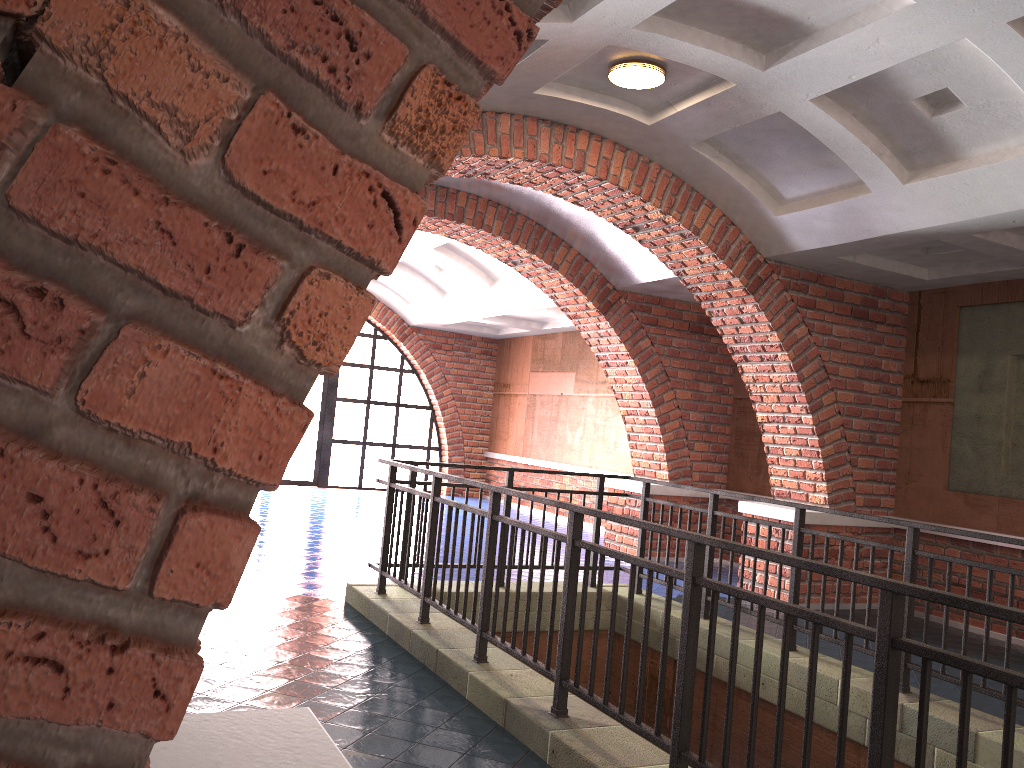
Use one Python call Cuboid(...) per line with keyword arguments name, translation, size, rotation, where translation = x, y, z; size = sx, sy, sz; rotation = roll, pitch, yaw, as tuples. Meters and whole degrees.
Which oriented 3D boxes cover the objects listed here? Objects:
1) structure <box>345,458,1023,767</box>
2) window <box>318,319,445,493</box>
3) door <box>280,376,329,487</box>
Cuboid(name="structure", translation=(2.080, 3.465, 2.097), size=(2.464, 5.665, 11.176), rotation=(7, -3, -26))
Cuboid(name="window", translation=(-4.001, 0.049, 15.316), size=(6.353, 3.471, 0.100), rotation=(7, -3, -26))
Cuboid(name="door", translation=(-4.103, 0.608, 15.271), size=(1.754, 2.236, 0.040), rotation=(7, -3, -26))
